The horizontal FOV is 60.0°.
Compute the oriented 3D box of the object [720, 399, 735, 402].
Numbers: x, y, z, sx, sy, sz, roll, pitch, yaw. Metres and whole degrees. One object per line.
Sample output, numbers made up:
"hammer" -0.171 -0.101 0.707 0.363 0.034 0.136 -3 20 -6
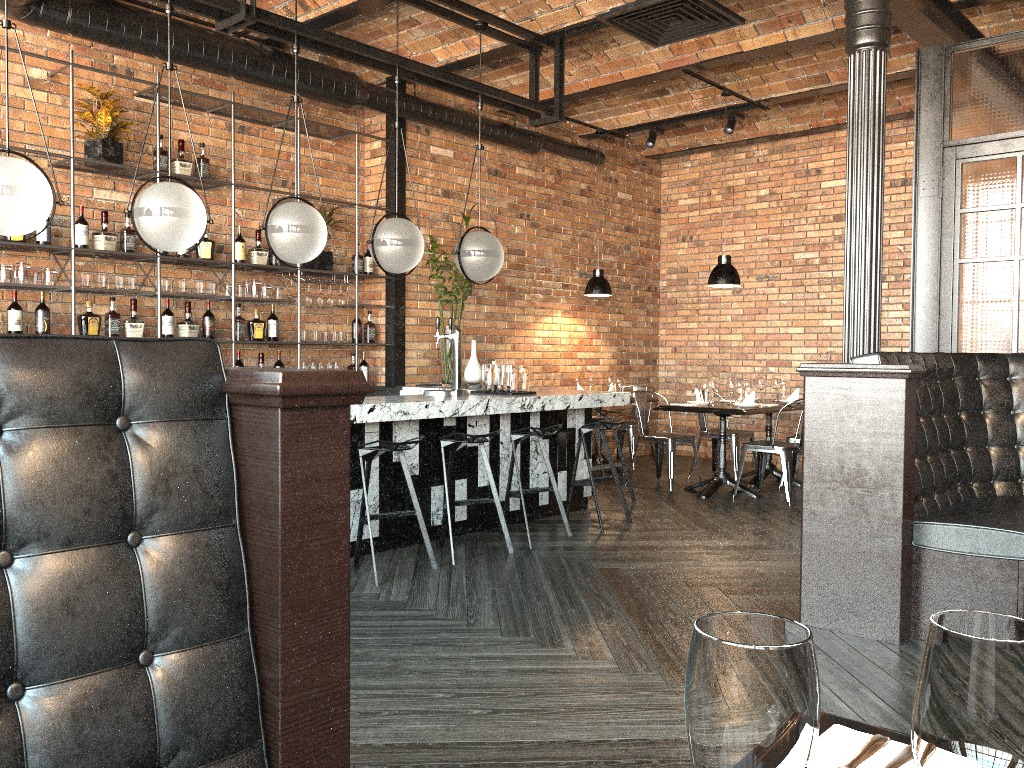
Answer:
"object" 2.084 0.154 8.258 0.255 0.019 0.157 2 3 42

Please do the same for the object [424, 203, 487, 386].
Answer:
"object" -0.491 -0.751 7.582 0.584 1.546 0.673 0 2 -9

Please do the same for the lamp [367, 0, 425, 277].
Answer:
"lamp" -0.704 -1.536 5.442 0.340 1.754 0.340 0 2 -2

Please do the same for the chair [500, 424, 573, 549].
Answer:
"chair" 0.097 0.624 5.692 0.414 0.737 0.475 2 2 37

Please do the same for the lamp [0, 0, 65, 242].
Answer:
"lamp" -2.166 -1.492 3.800 0.340 1.754 0.340 0 2 -2

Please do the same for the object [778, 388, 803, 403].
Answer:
"object" 2.560 0.108 8.124 0.232 0.139 0.232 2 2 35

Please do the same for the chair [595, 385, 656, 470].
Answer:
"chair" 1.234 0.445 9.465 0.504 0.857 0.558 2 2 37

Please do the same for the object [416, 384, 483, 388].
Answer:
"object" -0.526 0.016 7.617 0.622 0.014 0.622 1 2 14

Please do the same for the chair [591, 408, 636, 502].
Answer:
"chair" 0.698 0.578 7.171 0.414 0.737 0.475 -1 3 -43

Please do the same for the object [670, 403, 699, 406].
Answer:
"object" 1.501 0.172 7.603 0.255 0.019 0.157 2 3 42

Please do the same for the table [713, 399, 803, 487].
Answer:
"table" 2.397 0.544 8.279 0.872 0.758 0.872 2 3 42

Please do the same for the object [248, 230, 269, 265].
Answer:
"object" -1.932 -1.033 6.761 0.123 0.279 0.123 -1 3 -40

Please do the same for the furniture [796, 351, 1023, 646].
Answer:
"furniture" 3.931 0.513 2.824 5.451 1.212 1.979 2 3 42

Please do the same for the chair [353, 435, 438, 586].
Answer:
"chair" -0.702 0.648 4.793 0.414 0.737 0.475 2 2 37

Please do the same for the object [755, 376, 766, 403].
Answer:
"object" 2.283 0.046 8.155 0.092 0.244 0.092 1 2 13

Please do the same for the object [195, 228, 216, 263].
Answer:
"object" -2.229 -1.009 6.448 0.151 0.248 0.094 0 2 -20

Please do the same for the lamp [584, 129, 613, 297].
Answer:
"lamp" 0.875 -1.717 8.913 0.291 1.653 0.291 1 2 17

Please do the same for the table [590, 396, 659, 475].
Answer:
"table" 0.877 0.509 8.978 0.872 0.758 0.872 2 3 42

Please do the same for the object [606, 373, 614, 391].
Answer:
"object" 0.981 0.013 8.854 0.092 0.244 0.092 -1 3 -43

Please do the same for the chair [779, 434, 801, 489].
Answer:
"chair" 2.738 0.508 7.943 0.558 0.857 0.504 2 2 32

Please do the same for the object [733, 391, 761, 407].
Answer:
"object" 1.977 0.125 7.469 0.232 0.139 0.232 2 2 35

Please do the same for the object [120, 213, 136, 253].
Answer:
"object" -2.609 -1.015 6.022 0.083 0.282 0.083 2 3 42

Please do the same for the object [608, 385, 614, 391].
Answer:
"object" 1.013 0.062 9.133 0.232 0.139 0.232 0 2 -16

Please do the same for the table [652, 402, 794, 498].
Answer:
"table" 1.810 0.562 7.619 0.872 0.758 0.872 2 3 42

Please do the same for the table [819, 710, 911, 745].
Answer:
"table" 0.404 0.790 0.534 0.872 0.758 0.872 2 3 42

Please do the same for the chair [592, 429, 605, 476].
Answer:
"chair" 0.548 0.469 8.612 0.504 0.857 0.558 2 3 42

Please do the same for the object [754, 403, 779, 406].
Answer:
"object" 2.156 0.176 7.656 0.255 0.019 0.157 2 3 42

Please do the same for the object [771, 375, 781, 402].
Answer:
"object" 2.481 0.042 8.328 0.092 0.244 0.092 1 2 13

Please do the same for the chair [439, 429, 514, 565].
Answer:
"chair" -0.291 0.635 5.256 0.475 0.737 0.414 -1 3 -43

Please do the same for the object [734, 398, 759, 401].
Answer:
"object" 2.232 0.095 8.423 0.232 0.139 0.232 2 2 36

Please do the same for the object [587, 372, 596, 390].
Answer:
"object" 0.808 0.004 9.052 0.092 0.244 0.092 -1 3 -43

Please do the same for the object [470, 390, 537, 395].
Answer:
"object" -0.063 0.060 6.359 0.437 0.019 0.273 2 3 42

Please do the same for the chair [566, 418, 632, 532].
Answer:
"chair" 0.565 0.609 6.217 0.414 0.737 0.475 2 2 32

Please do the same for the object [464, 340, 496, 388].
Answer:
"object" -0.235 -0.162 7.345 0.316 0.397 0.319 0 2 1

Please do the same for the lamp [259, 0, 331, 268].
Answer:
"lamp" -1.192 -1.521 4.895 0.340 1.754 0.340 0 2 -2

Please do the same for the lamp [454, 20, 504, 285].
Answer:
"lamp" -0.217 -1.551 5.989 0.340 1.754 0.340 0 2 -2

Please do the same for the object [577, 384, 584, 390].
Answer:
"object" 0.713 0.071 8.805 0.232 0.139 0.232 2 2 36

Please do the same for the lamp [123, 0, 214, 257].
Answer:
"lamp" -1.679 -1.507 4.347 0.340 1.754 0.340 0 2 -2

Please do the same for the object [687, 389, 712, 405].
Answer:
"object" 1.649 0.113 7.769 0.232 0.139 0.232 2 2 36

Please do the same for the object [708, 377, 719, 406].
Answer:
"object" 1.700 0.064 7.500 0.092 0.244 0.092 1 2 13

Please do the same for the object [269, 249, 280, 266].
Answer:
"object" -1.845 -1.047 6.884 0.086 0.297 0.086 0 2 1

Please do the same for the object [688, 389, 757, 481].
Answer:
"object" 2.033 0.483 8.538 0.558 0.857 0.504 2 3 42

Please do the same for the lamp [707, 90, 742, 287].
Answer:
"lamp" 1.827 -1.665 7.581 0.291 1.653 0.291 0 2 -3

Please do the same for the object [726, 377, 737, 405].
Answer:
"object" 1.898 0.059 7.673 0.092 0.244 0.092 1 2 13
